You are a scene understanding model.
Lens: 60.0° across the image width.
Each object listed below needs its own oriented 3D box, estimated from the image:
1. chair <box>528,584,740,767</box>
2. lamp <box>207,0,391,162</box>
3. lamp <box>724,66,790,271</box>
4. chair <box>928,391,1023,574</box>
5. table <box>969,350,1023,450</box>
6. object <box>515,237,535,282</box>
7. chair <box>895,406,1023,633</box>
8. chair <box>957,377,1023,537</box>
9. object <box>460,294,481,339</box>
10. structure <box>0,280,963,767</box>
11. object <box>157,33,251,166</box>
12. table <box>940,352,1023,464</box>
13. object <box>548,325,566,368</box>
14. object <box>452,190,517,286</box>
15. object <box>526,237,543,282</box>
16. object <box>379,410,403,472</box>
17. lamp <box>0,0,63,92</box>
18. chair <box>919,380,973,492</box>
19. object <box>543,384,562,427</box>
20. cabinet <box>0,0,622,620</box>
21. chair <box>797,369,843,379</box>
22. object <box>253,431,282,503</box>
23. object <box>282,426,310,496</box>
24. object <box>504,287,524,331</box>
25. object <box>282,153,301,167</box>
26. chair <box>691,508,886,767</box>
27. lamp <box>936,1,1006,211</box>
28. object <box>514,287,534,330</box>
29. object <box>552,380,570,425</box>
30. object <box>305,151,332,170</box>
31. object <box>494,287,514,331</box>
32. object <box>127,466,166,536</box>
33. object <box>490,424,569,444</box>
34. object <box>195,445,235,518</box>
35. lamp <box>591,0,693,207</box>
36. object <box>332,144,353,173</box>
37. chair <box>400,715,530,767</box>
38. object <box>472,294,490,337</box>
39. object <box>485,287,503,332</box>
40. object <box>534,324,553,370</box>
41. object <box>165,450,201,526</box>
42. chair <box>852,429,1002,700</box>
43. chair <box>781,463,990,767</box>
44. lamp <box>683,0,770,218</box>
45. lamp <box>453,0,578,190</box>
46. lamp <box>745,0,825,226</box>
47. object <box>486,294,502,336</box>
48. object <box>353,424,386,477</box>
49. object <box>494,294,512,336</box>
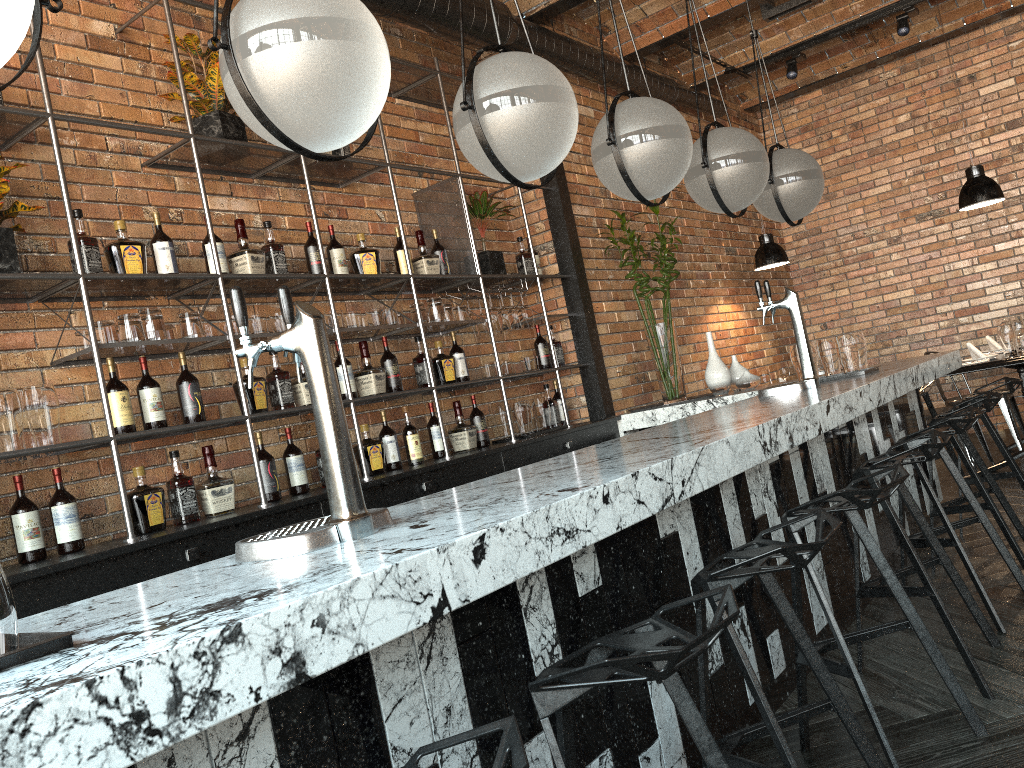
[{"bbox_3d":[0.202,0.726,1.382,0.414,0.737,0.475,-13,-2,41],"label":"chair"},{"bbox_3d":[-0.555,-1.314,1.820,0.340,1.754,0.340,-11,-1,-8],"label":"lamp"},{"bbox_3d":[1.941,-1.762,7.206,0.291,1.653,0.291,-12,-1,11],"label":"lamp"},{"bbox_3d":[1.942,0.433,3.794,0.414,0.737,0.475,-12,-2,31],"label":"chair"},{"bbox_3d":[3.953,0.084,6.590,0.872,0.758,0.872,-13,-2,36],"label":"table"},{"bbox_3d":[0.074,-0.779,5.539,0.083,0.282,0.083,-10,-2,-39],"label":"object"},{"bbox_3d":[1.602,0.490,3.322,0.414,0.737,0.475,-13,-2,41],"label":"chair"},{"bbox_3d":[2.351,0.363,4.361,0.414,0.737,0.475,-12,-2,26],"label":"chair"},{"bbox_3d":[-0.239,-0.390,5.128,0.092,0.244,0.092,-11,-2,-15],"label":"object"},{"bbox_3d":[0.240,0.418,3.404,1.930,1.430,5.346,-13,-2,36],"label":"structure"},{"bbox_3d":[-1.326,-1.245,3.870,0.430,0.526,0.425,-13,-2,38],"label":"object"},{"bbox_3d":[3.439,0.170,5.878,0.872,0.758,0.872,-13,-2,36],"label":"table"},{"bbox_3d":[0.267,-0.233,5.633,0.083,0.282,0.083,-10,-2,-44],"label":"object"},{"bbox_3d":[-0.145,-0.882,5.218,0.398,0.560,0.374,-12,-1,8],"label":"object"},{"bbox_3d":[0.133,-0.796,5.668,0.086,0.298,0.086,-12,-1,0],"label":"object"},{"bbox_3d":[-0.605,0.276,4.339,0.086,0.298,0.086,-11,-1,-5],"label":"object"},{"bbox_3d":[-0.981,-1.242,1.228,0.340,1.754,0.340,-11,-1,-8],"label":"lamp"},{"bbox_3d":[2.396,0.379,5.324,0.475,0.737,0.414,-13,-2,41],"label":"chair"},{"bbox_3d":[0.237,0.140,5.481,0.083,0.282,0.083,-12,-2,21],"label":"object"},{"bbox_3d":[-1.675,-0.335,3.003,0.564,3.779,7.075,-13,-2,36],"label":"cabinet"},{"bbox_3d":[2.701,0.317,7.663,0.504,0.857,0.558,-12,-2,31],"label":"chair"},{"bbox_3d":[-1.028,0.344,3.688,0.086,0.297,0.086,-11,-2,-20],"label":"object"},{"bbox_3d":[-0.948,0.332,3.853,0.086,0.298,0.086,-11,-1,-5],"label":"object"},{"bbox_3d":[0.012,-0.440,5.200,0.092,0.244,0.092,-11,-2,-15],"label":"object"},{"bbox_3d":[-1.046,-1.171,4.160,0.083,0.282,0.083,-13,-2,36],"label":"object"},{"bbox_3d":[0.530,0.671,1.836,0.414,0.737,0.475,-12,-2,31],"label":"chair"},{"bbox_3d":[2.988,-2.009,5.971,0.291,1.653,0.291,-11,-1,-9],"label":"lamp"},{"bbox_3d":[0.073,-0.450,5.284,0.092,0.244,0.092,-11,-2,-15],"label":"object"},{"bbox_3d":[0.298,0.123,5.591,0.086,0.298,0.086,-11,-1,-5],"label":"object"},{"bbox_3d":[-0.956,-1.183,4.287,0.123,0.279,0.123,-13,-2,40],"label":"object"},{"bbox_3d":[-0.045,-0.430,5.120,0.092,0.244,0.092,-11,-2,-15],"label":"object"},{"bbox_3d":[-1.354,0.427,3.268,0.094,0.248,0.151,-12,-2,25],"label":"object"},{"bbox_3d":[0.108,0.294,5.169,0.273,0.019,0.437,-13,-2,36],"label":"object"},{"bbox_3d":[-1.177,0.381,3.497,0.123,0.279,0.123,-10,-2,-40],"label":"object"},{"bbox_3d":[0.299,-1.458,3.003,0.340,1.754,0.340,-11,-1,-8],"label":"lamp"},{"bbox_3d":[-0.863,-1.201,4.413,0.083,0.282,0.083,-12,-2,21],"label":"object"},{"bbox_3d":[-0.130,0.782,0.921,0.414,0.737,0.475,-12,-2,26],"label":"chair"},{"bbox_3d":[-0.175,-0.401,5.217,0.092,0.244,0.092,-11,-2,-15],"label":"object"},{"bbox_3d":[-0.109,-0.419,5.031,0.092,0.244,0.092,-11,-2,-15],"label":"object"},{"bbox_3d":[0.184,-0.228,5.526,0.086,0.299,0.086,-11,-1,-5],"label":"object"},{"bbox_3d":[-1.268,0.394,3.394,0.083,0.282,0.083,-13,-2,36],"label":"object"},{"bbox_3d":[1.241,0.551,2.823,0.414,0.737,0.475,-12,-2,31],"label":"chair"},{"bbox_3d":[0.868,0.614,2.305,0.475,0.737,0.414,-10,-2,-44],"label":"chair"},{"bbox_3d":[0.725,-1.530,3.594,0.340,1.754,0.340,-11,-1,-8],"label":"lamp"},{"bbox_3d":[-0.128,-1.386,2.411,0.340,1.754,0.340,-11,-1,-8],"label":"lamp"},{"bbox_3d":[1.152,-1.602,4.186,0.340,1.754,0.340,-11,-1,-8],"label":"lamp"},{"bbox_3d":[-0.118,-0.411,5.297,0.092,0.244,0.092,-11,-2,-15],"label":"object"},{"bbox_3d":[-0.678,0.313,4.205,0.151,0.248,0.094,-10,-2,-45],"label":"object"},{"bbox_3d":[-0.057,-0.421,5.381,0.092,0.244,0.092,-11,-2,-15],"label":"object"}]
